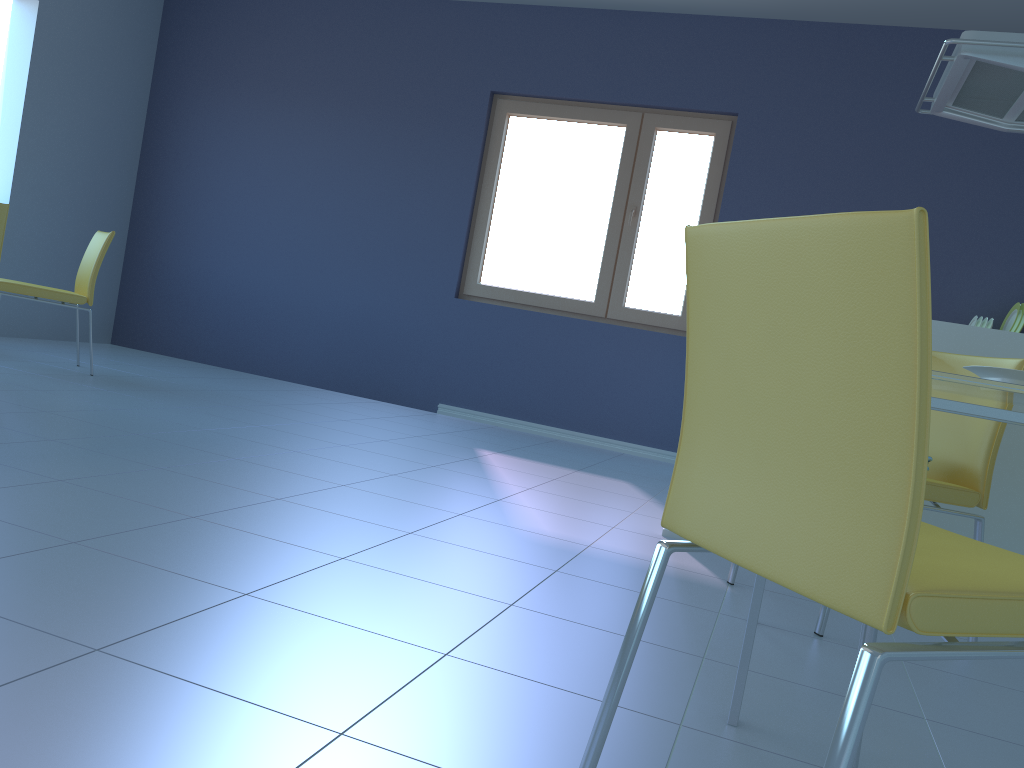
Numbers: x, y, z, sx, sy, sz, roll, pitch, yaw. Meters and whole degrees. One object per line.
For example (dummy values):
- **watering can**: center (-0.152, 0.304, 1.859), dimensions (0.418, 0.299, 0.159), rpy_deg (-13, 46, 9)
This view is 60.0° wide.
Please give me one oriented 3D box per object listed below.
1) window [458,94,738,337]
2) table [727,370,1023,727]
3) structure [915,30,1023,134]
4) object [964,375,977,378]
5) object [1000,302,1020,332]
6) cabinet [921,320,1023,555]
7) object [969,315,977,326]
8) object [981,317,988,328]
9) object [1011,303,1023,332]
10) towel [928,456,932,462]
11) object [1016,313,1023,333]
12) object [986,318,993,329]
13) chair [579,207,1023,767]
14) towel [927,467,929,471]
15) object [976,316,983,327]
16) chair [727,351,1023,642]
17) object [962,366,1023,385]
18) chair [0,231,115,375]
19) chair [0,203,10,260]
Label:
- **window**: center (0.469, -1.010, 5.210), dimensions (1.475, 1.263, 0.142), rpy_deg (11, 3, 17)
- **table**: center (1.035, 0.347, 1.499), dimensions (1.173, 0.590, 0.730), rpy_deg (11, 3, 17)
- **structure**: center (1.849, -1.324, 2.736), dimensions (0.895, 0.962, 0.695), rpy_deg (11, 3, 17)
- **object**: center (0.933, 0.004, 1.760), dimensions (0.228, 0.020, 0.228), rpy_deg (11, 3, 14)
- **object**: center (2.446, -0.299, 4.367), dimensions (0.053, 0.214, 0.220), rpy_deg (11, 3, 14)
- **cabinet**: center (1.739, 0.262, 3.576), dimensions (2.139, 0.800, 2.200), rpy_deg (11, 3, 17)
- **object**: center (2.280, -0.276, 4.410), dimensions (0.039, 0.136, 0.140), rpy_deg (11, 3, 13)
- **object**: center (2.325, -0.267, 4.398), dimensions (0.039, 0.136, 0.140), rpy_deg (11, 3, 13)
- **object**: center (2.466, -0.296, 4.362), dimensions (0.053, 0.214, 0.220), rpy_deg (11, 3, 14)
- **towel**: center (0.912, 0.155, 2.186), dimensions (0.190, 0.033, 0.195), rpy_deg (13, 4, 44)
- **object**: center (2.486, -0.292, 4.357), dimensions (0.053, 0.214, 0.220), rpy_deg (11, 3, 14)
- **object**: center (2.348, -0.263, 4.392), dimensions (0.039, 0.136, 0.140), rpy_deg (11, 3, 13)
- **chair**: center (0.414, 0.201, 1.016), dimensions (0.484, 0.695, 0.387), rpy_deg (9, 3, -24)
- **towel**: center (0.902, 0.186, 2.185), dimensions (0.201, 0.024, 0.195), rpy_deg (13, 4, 42)
- **object**: center (2.302, -0.272, 4.404), dimensions (0.039, 0.136, 0.140), rpy_deg (11, 3, 13)
- **chair**: center (0.908, 0.230, 2.202), dimensions (0.484, 0.695, 0.387), rpy_deg (9, 3, -19)
- **object**: center (0.806, 0.003, 1.331), dimensions (0.228, 0.020, 0.228), rpy_deg (11, 3, 14)
- **chair**: center (-2.228, -0.435, 4.252), dimensions (0.484, 0.699, 0.387), rpy_deg (8, 4, -36)
- **chair**: center (-2.283, -0.409, 3.516), dimensions (0.387, 0.695, 0.484), rpy_deg (8, 4, -41)
